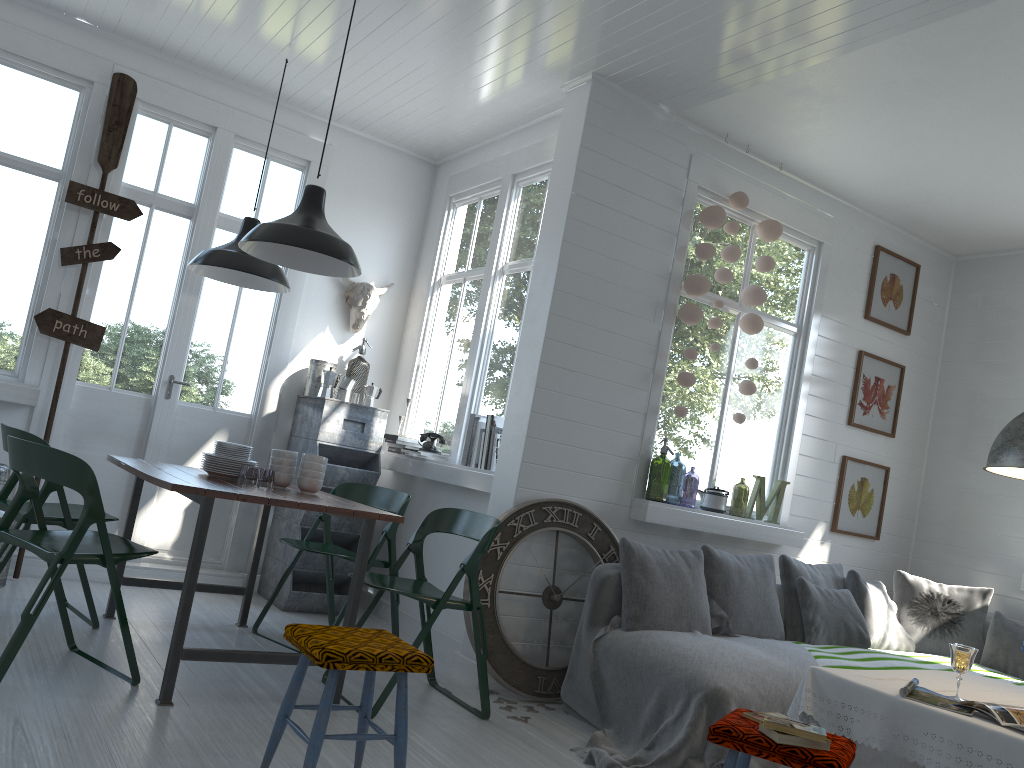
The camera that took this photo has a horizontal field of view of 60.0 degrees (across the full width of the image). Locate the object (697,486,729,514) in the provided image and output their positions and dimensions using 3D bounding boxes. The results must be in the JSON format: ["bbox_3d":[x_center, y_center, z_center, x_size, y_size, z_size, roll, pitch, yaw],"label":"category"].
[{"bbox_3d":[1.341,0.767,5.913,0.208,0.174,0.187,6,-7,38],"label":"object"}]

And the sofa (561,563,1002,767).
[{"bbox_3d":[2.594,1.789,4.460,3.401,0.897,3.406,14,-7,-32],"label":"sofa"}]

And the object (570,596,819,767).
[{"bbox_3d":[1.007,1.520,4.671,1.212,0.923,1.688,10,-6,9],"label":"object"}]

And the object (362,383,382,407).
[{"bbox_3d":[-1.072,0.088,6.741,0.102,0.196,0.162,9,-5,17],"label":"object"}]

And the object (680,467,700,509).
[{"bbox_3d":[1.156,0.673,5.772,0.111,0.269,0.111,12,-5,-14],"label":"object"}]

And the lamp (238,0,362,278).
[{"bbox_3d":[-0.985,-1.389,4.773,0.651,1.497,0.650,14,-6,-35],"label":"lamp"}]

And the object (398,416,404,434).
[{"bbox_3d":[-0.883,0.391,6.873,0.095,0.288,0.095,12,-5,-13],"label":"object"}]

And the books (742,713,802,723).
[{"bbox_3d":[0.900,1.151,3.034,0.189,0.012,0.133,14,-7,-34],"label":"books"}]

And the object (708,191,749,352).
[{"bbox_3d":[1.425,-0.742,5.882,0.150,1.087,0.153,10,-5,3],"label":"object"}]

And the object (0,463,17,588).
[{"bbox_3d":[-3.201,0.829,5.322,0.450,0.724,0.452,7,-6,38],"label":"object"}]

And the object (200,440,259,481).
[{"bbox_3d":[-1.525,0.419,4.805,0.305,0.194,0.301,10,-5,4],"label":"object"}]

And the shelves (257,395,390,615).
[{"bbox_3d":[-1.392,0.882,6.574,0.514,1.513,0.678,14,-6,-32],"label":"shelves"}]

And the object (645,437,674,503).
[{"bbox_3d":[0.944,0.540,5.620,0.136,0.415,0.136,14,-6,-35],"label":"object"}]

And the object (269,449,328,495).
[{"bbox_3d":[-1.180,0.478,4.859,0.309,0.216,0.150,11,-5,1],"label":"object"}]

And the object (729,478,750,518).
[{"bbox_3d":[1.552,0.774,6.037,0.111,0.269,0.111,12,-5,-14],"label":"object"}]

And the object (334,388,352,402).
[{"bbox_3d":[-1.269,0.090,6.638,0.129,0.096,0.108,11,-5,-2],"label":"object"}]

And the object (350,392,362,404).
[{"bbox_3d":[-1.203,0.115,6.767,0.129,0.096,0.109,9,-6,18],"label":"object"}]

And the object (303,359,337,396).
[{"bbox_3d":[-1.469,-0.031,6.785,0.205,0.289,0.205,14,-6,-30],"label":"object"}]

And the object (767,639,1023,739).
[{"bbox_3d":[1.949,1.814,5.156,3.170,0.472,1.043,14,-7,-31],"label":"object"}]

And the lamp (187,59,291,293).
[{"bbox_3d":[-1.616,-1.406,5.769,0.649,1.497,0.651,9,-5,13],"label":"lamp"}]

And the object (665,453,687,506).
[{"bbox_3d":[1.041,0.611,5.705,0.138,0.334,0.137,13,-5,-25],"label":"object"}]

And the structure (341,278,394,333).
[{"bbox_3d":[-1.181,-0.637,7.009,0.492,0.470,0.189,14,-6,-29],"label":"structure"}]

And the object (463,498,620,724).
[{"bbox_3d":[0.281,1.241,5.089,0.584,1.136,1.114,6,-7,43],"label":"object"}]

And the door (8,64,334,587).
[{"bbox_3d":[-2.359,-0.322,6.325,1.613,3.475,0.254,14,-6,-32],"label":"door"}]

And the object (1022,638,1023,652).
[{"bbox_3d":[2.009,1.044,3.252,0.236,0.376,0.265,14,-6,-30],"label":"object"}]

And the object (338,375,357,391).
[{"bbox_3d":[-1.233,0.006,6.653,0.130,0.126,0.108,15,-7,-40],"label":"object"}]

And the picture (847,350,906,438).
[{"bbox_3d":[2.832,0.085,6.874,0.557,0.579,0.036,14,-6,-32],"label":"picture"}]

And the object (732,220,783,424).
[{"bbox_3d":[1.639,-0.433,6.033,0.200,1.424,0.197,12,-5,-21],"label":"object"}]

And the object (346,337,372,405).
[{"bbox_3d":[-1.211,-0.097,6.965,0.172,0.551,0.172,11,-5,-7],"label":"object"}]

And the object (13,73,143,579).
[{"bbox_3d":[-2.874,-0.450,5.846,0.413,3.416,0.362,11,-5,1],"label":"object"}]

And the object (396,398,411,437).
[{"bbox_3d":[-0.808,0.254,6.736,0.095,0.288,0.095,12,-5,-13],"label":"object"}]

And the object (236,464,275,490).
[{"bbox_3d":[-1.326,0.486,4.622,0.172,0.098,0.241,14,-6,-28],"label":"object"}]

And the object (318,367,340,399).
[{"bbox_3d":[-1.364,-0.001,6.640,0.206,0.249,0.130,15,-7,-41],"label":"object"}]

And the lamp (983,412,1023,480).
[{"bbox_3d":[2.299,-0.633,3.425,0.600,2.041,0.602,8,-5,29],"label":"lamp"}]

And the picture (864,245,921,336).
[{"bbox_3d":[2.984,-0.726,6.942,0.557,0.579,0.036,14,-6,-32],"label":"picture"}]

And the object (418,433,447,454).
[{"bbox_3d":[-0.585,0.423,6.403,0.171,0.146,0.203,13,-6,-28],"label":"object"}]

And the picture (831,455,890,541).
[{"bbox_3d":[2.683,0.881,6.807,0.557,0.579,0.036,14,-6,-32],"label":"picture"}]

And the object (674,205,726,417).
[{"bbox_3d":[1.181,-0.476,5.737,0.197,1.402,0.194,9,-5,18],"label":"object"}]

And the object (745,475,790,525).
[{"bbox_3d":[1.765,0.808,6.168,0.331,0.311,0.052,13,-5,-22],"label":"object"}]

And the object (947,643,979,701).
[{"bbox_3d":[1.620,1.044,3.207,0.098,0.191,0.098,12,-5,-12],"label":"object"}]
